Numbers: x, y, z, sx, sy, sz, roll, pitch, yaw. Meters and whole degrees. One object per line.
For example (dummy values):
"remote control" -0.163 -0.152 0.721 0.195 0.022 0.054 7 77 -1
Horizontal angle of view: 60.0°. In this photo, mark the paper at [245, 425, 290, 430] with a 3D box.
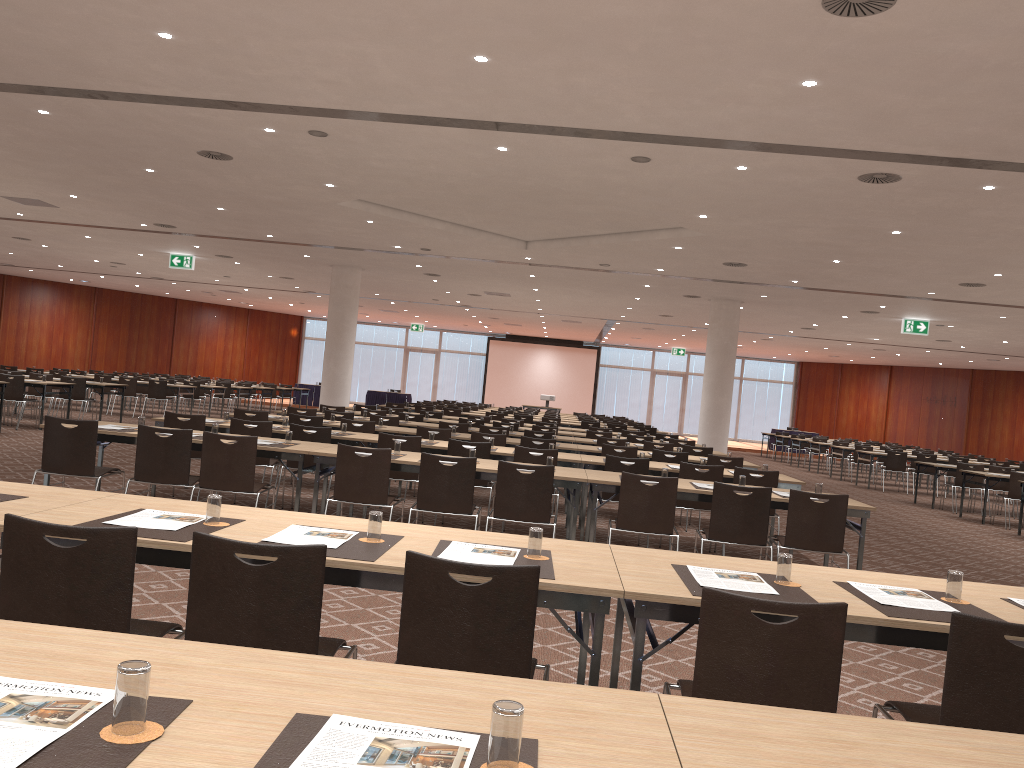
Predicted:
"paper" -2.650 0.467 9.601 0.460 0.003 0.565 5 0 2

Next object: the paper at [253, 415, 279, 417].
"paper" -3.227 0.423 11.690 0.283 0.006 0.398 5 0 5

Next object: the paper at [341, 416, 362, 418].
"paper" -2.477 0.507 13.654 0.283 0.006 0.398 5 0 2

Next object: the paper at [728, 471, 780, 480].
"paper" 2.528 0.956 9.318 0.460 0.003 0.565 5 0 6

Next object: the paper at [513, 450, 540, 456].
"paper" 0.245 0.740 9.442 0.460 0.003 0.565 5 0 3

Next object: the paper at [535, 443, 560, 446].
"paper" 0.381 0.767 11.442 0.460 0.003 0.565 5 0 6

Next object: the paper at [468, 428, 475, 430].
"paper" -0.806 0.669 13.499 0.460 0.003 0.565 5 0 4

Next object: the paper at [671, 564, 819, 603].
"paper" 0.868 0.757 3.342 0.460 0.003 0.565 5 0 3

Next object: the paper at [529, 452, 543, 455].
"paper" 0.205 0.733 9.509 0.283 0.006 0.398 5 0 3

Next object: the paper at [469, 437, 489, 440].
"paper" -0.296 0.703 11.486 0.460 0.003 0.565 5 0 5

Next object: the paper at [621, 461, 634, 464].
"paper" 1.164 0.824 9.438 0.283 0.006 0.398 5 0 3

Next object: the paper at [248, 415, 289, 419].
"paper" -3.197 0.429 11.608 0.460 0.003 0.565 5 0 2

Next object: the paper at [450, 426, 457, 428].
"paper" -0.875 0.659 13.583 0.283 0.006 0.398 5 0 5

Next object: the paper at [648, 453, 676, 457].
"paper" 1.980 0.918 11.342 0.460 0.003 0.565 5 0 4

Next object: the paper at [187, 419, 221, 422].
"paper" -3.348 0.397 9.715 0.283 0.006 0.398 5 0 5

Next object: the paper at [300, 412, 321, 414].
"paper" -3.104 0.448 13.693 0.283 0.006 0.398 5 0 4

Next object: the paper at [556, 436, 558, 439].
"paper" 0.457 0.788 13.429 0.460 0.003 0.565 5 0 2

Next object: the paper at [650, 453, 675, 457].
"paper" 1.931 0.910 11.397 0.283 0.006 0.398 5 0 0

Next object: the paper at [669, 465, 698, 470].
"paper" 1.815 0.885 9.400 0.283 0.006 0.398 5 0 4

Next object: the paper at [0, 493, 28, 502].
"paper" -2.319 0.456 3.527 0.460 0.003 0.565 5 0 6

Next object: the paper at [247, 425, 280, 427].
"paper" -2.715 0.457 9.679 0.283 0.006 0.398 5 0 3

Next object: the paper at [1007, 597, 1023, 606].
"paper" 2.126 0.873 3.371 0.283 0.006 0.398 5 0 3

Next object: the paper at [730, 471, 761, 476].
"paper" 2.467 0.947 9.372 0.283 0.006 0.398 5 0 3

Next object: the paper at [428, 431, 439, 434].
"paper" -0.965 0.636 11.583 0.283 0.006 0.398 5 0 3

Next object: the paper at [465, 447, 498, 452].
"paper" -0.393 0.680 9.467 0.460 0.003 0.565 5 0 2

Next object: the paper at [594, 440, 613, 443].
"paper" 1.386 0.872 13.435 0.283 0.006 0.398 5 0 2

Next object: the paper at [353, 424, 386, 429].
"paper" -1.913 0.550 11.560 0.460 0.003 0.565 5 0 4

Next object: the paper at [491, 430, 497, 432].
"paper" -0.209 0.721 13.524 0.283 0.006 0.398 5 0 1

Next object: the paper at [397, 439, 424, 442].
"paper" -1.100 0.610 9.584 0.283 0.006 0.398 5 0 4

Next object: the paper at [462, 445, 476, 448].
"paper" -0.418 0.674 9.540 0.283 0.006 0.398 5 0 4

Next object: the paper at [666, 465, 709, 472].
"paper" 1.878 0.894 9.329 0.460 0.003 0.565 5 0 3

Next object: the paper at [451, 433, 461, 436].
"paper" -0.927 0.643 11.501 0.460 0.003 0.565 5 0 5

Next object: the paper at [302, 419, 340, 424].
"paper" -2.542 0.491 11.621 0.460 0.003 0.565 5 0 6

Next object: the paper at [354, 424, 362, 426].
"paper" -1.940 0.544 11.620 0.283 0.006 0.398 5 0 1

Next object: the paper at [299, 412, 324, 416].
"paper" -3.070 0.455 13.620 0.460 0.003 0.565 5 0 3

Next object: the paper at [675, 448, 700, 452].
"paper" 2.710 1.001 13.290 0.460 0.003 0.565 5 0 1

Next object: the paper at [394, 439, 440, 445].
"paper" -1.043 0.618 9.497 0.460 0.003 0.565 5 0 3

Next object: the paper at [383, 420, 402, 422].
"paper" -1.844 0.567 13.601 0.283 0.006 0.398 5 0 4

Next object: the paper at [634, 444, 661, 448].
"paper" 2.075 0.941 13.337 0.460 0.003 0.565 5 0 3

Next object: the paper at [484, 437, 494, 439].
"paper" -0.343 0.695 11.534 0.283 0.006 0.398 5 0 3

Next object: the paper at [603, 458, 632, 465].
"paper" 1.197 0.830 9.386 0.460 0.003 0.565 5 0 5

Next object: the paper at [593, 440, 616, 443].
"paper" 1.453 0.882 13.381 0.460 0.003 0.565 5 0 3

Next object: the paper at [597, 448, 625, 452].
"paper" 1.330 0.857 11.378 0.460 0.003 0.565 5 0 3

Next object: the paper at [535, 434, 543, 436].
"paper" 0.407 0.780 13.495 0.283 0.006 0.398 5 0 3

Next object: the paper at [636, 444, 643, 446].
"paper" 2.026 0.933 13.397 0.283 0.006 0.398 5 0 1

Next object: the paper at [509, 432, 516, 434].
"paper" -0.170 0.729 13.439 0.460 0.003 0.565 5 0 4

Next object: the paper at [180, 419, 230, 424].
"paper" -3.309 0.404 9.645 0.460 0.003 0.565 5 0 5

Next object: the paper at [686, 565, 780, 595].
"paper" 0.840 0.751 3.414 0.283 0.006 0.398 5 0 4

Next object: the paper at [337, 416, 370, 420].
"paper" -2.433 0.515 13.593 0.460 0.003 0.565 5 0 4

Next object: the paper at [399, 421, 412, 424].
"paper" -1.807 0.574 13.554 0.460 0.003 0.565 5 0 3

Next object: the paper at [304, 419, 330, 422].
"paper" -2.582 0.484 11.659 0.283 0.006 0.398 5 0 2

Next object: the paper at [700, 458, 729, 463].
"paper" 2.644 0.981 11.315 0.460 0.003 0.565 5 0 6

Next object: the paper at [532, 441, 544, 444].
"paper" 0.299 0.756 11.482 0.283 0.006 0.398 5 0 2

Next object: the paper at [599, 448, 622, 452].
"paper" 1.268 0.847 11.449 0.283 0.006 0.398 5 0 4

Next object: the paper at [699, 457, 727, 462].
"paper" 2.582 0.971 11.373 0.283 0.006 0.398 5 0 1

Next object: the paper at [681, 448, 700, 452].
"paper" 2.691 0.996 13.385 0.283 0.006 0.398 5 0 5
